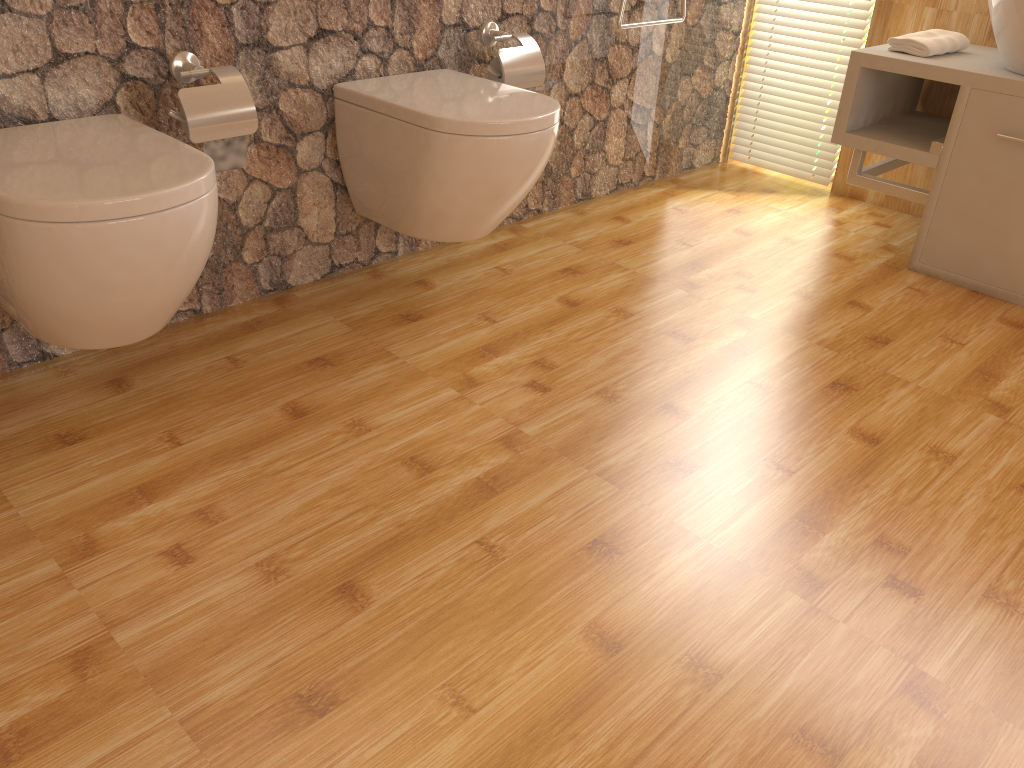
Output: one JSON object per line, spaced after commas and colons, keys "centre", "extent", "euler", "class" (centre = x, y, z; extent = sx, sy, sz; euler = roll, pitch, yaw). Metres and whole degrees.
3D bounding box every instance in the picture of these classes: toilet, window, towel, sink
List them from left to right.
{"centre": [-0.761, -0.252, 1.634], "extent": [0.371, 0.337, 0.507], "euler": [-24, 40, -38], "class": "toilet"}
{"centre": [-0.132, -0.539, 2.181], "extent": [0.371, 0.337, 0.507], "euler": [-24, 40, -38], "class": "toilet"}
{"centre": [1.220, -1.001, 2.598], "extent": [0.225, 0.048, 0.140], "euler": [-20, 38, -34], "class": "towel"}
{"centre": [1.553, -0.992, 2.259], "extent": [0.533, 0.409, 0.634], "euler": [-24, 40, -38], "class": "sink"}
{"centre": [2.418, -1.098, 1.880], "extent": [0.010, 2.164, 3.964], "euler": [-24, 40, -38], "class": "window"}

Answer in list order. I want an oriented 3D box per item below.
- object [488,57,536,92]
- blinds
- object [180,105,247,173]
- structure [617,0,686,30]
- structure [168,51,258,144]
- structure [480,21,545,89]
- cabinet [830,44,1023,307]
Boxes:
{"centre": [0.000, -0.815, 2.414], "extent": [0.098, 0.151, 0.090], "euler": [-24, 40, -38], "class": "object"}
{"centre": [1.077, -1.755, 2.849], "extent": [0.042, 2.178, 0.420], "euler": [-24, 40, -38], "class": "blinds"}
{"centre": [-0.627, -0.530, 1.869], "extent": [0.098, 0.151, 0.090], "euler": [-24, 40, -38], "class": "object"}
{"centre": [0.408, -1.280, 2.644], "extent": [0.332, 0.387, 0.133], "euler": [-24, 40, -38], "class": "structure"}
{"centre": [-0.644, -0.599, 1.842], "extent": [0.170, 0.151, 0.154], "euler": [-24, 40, -38], "class": "structure"}
{"centre": [-0.018, -0.884, 2.387], "extent": [0.170, 0.151, 0.154], "euler": [-24, 40, -38], "class": "structure"}
{"centre": [1.533, -0.573, 2.512], "extent": [0.517, 0.570, 1.136], "euler": [-24, 40, -38], "class": "cabinet"}
